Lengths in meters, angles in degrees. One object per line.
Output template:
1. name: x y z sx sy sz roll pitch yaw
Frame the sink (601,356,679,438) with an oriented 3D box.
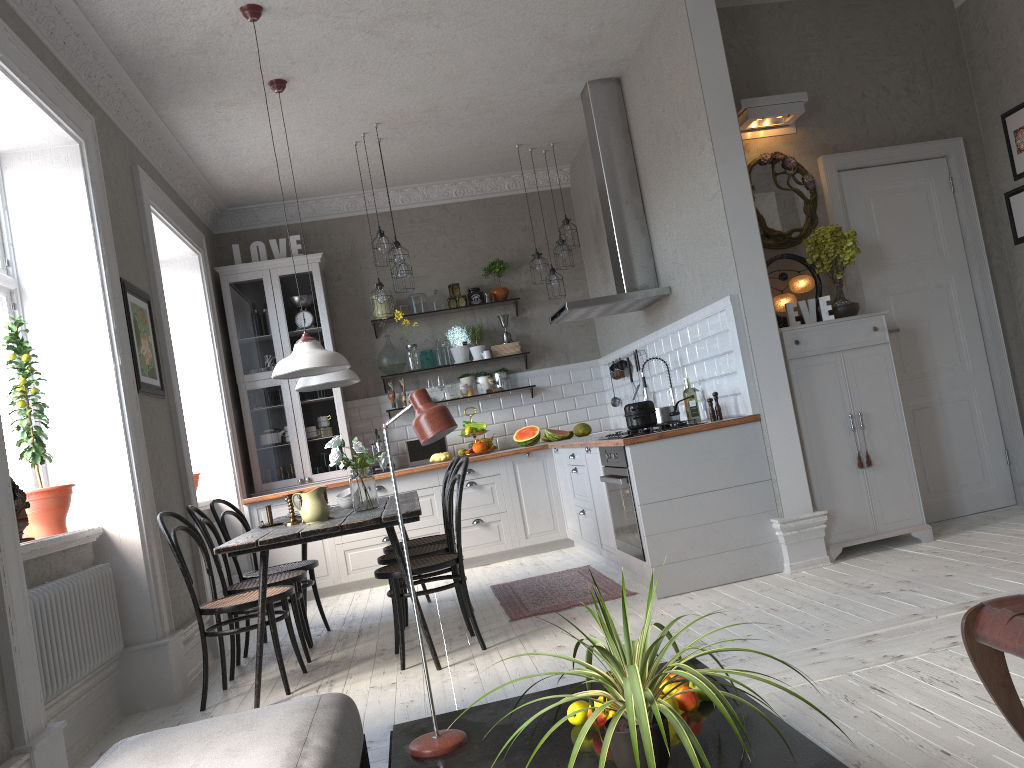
1. sink: 0.838 0.195 5.740 0.532 0.720 0.483 -10 -3 -9

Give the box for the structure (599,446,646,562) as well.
1. structure: 0.879 0.613 5.058 0.622 0.623 0.618 -10 -3 -9

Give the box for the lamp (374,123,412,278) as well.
1. lamp: -0.921 -1.607 6.229 0.144 1.734 0.150 -12 -3 38

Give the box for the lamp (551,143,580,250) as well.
1. lamp: 0.340 -1.977 7.369 0.150 1.734 0.144 -8 -3 -37

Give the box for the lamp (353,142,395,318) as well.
1. lamp: -1.080 -1.350 6.504 0.150 1.734 0.143 -8 -4 -42

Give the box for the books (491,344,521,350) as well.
1. books: -0.055 -0.326 7.911 0.260 0.016 0.158 -10 -3 3

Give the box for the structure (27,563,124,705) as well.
1. structure: -1.821 1.006 3.559 0.150 0.428 1.214 -10 -3 -9

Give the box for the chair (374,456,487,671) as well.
1. chair: -0.405 0.857 4.355 0.554 0.920 0.434 -10 -3 -11

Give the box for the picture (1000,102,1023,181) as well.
1. picture: 3.026 -1.442 5.238 0.012 0.416 0.280 -10 -3 -7

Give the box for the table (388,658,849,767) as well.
1. table: 0.196 0.921 1.741 0.855 0.302 1.302 -10 -3 -8

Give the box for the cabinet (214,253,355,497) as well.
1. cabinet: -1.864 -0.064 7.458 0.885 1.920 0.385 -10 -3 -9

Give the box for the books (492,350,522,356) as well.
1. books: -0.045 -0.273 7.909 0.260 0.016 0.158 -10 -3 3

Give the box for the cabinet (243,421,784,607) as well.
1. cabinet: 0.097 0.909 6.373 4.111 0.854 2.029 -13 -4 37

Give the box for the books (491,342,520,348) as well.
1. books: -0.056 -0.336 7.912 0.261 0.016 0.158 -10 -3 0

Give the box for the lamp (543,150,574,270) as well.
1. lamp: 0.302 -1.831 7.523 0.144 1.734 0.149 -12 -3 33

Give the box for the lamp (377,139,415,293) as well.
1. lamp: -0.936 -1.535 6.538 0.149 1.734 0.144 -9 -3 -22

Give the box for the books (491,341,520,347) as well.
1. books: -0.058 -0.347 7.912 0.262 0.011 0.157 -10 -3 -3

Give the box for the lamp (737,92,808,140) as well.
1. lamp: 1.522 -1.583 5.245 0.419 0.171 0.218 -10 -3 -9

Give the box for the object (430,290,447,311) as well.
1. object: -0.663 -0.734 7.916 0.137 0.220 0.143 -13 -4 41

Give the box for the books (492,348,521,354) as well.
1. books: -0.047 -0.283 7.909 0.261 0.016 0.158 -10 -3 0

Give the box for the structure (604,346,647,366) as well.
1. structure: 0.890 -0.206 7.051 0.095 0.053 1.079 -10 -3 -7

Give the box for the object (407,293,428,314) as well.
1. object: -0.824 -0.694 7.792 0.169 0.184 0.175 -12 -3 31

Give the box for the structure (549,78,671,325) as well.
1. structure: 0.528 -1.297 6.207 0.717 1.595 0.707 -10 -3 -9

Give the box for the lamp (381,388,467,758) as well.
1. lamp: -0.197 0.433 2.082 0.247 0.839 0.140 -11 -3 26

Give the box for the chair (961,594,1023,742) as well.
1. chair: 1.608 0.464 1.990 1.024 0.720 0.504 -10 -3 -9

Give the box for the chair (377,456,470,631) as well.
1. chair: -0.471 0.899 4.880 0.550 0.920 0.437 -10 -3 -1

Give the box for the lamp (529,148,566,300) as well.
1. lamp: 0.225 -1.569 7.383 0.150 1.734 0.144 -8 -3 -37

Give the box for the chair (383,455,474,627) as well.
1. chair: -0.509 0.932 5.360 0.554 0.920 0.434 -10 -3 -11

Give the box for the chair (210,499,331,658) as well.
1. chair: -1.425 1.091 5.242 0.548 0.920 0.439 -10 -3 4

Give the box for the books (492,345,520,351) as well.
1. books: -0.053 -0.315 7.911 0.262 0.011 0.157 -10 -3 -3

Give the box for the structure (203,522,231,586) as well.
1. structure: -2.114 1.199 6.054 0.150 0.428 1.214 -10 -3 -9

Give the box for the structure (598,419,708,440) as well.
1. structure: 0.789 0.260 5.076 0.499 0.031 0.602 -10 -3 -8

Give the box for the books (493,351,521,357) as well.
1. books: -0.043 -0.262 7.908 0.262 0.011 0.157 -10 -3 -3

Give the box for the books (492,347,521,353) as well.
1. books: -0.049 -0.294 7.910 0.262 0.011 0.157 -10 -3 -3

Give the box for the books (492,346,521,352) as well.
1. books: -0.051 -0.305 7.910 0.262 0.011 0.157 -10 -3 -6

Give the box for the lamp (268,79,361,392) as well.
1. lamp: -1.245 -0.897 5.264 0.380 1.858 0.379 -10 -3 -1

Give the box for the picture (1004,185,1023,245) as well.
1. picture: 3.098 -1.034 5.221 0.014 0.331 0.486 -10 -3 -7

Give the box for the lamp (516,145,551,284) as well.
1. lamp: 0.093 -1.678 7.236 0.144 1.734 0.149 -11 -3 23

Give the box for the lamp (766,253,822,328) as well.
1. lamp: 1.613 -0.478 5.127 0.450 0.558 0.171 -10 -3 -2

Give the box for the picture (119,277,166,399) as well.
1. picture: -2.031 -0.236 4.890 0.020 0.619 0.518 -10 -3 -7

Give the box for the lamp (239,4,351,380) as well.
1. lamp: -1.142 -0.964 4.384 0.373 1.858 0.386 -12 -3 29

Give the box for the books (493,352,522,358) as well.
1. books: -0.041 -0.251 7.908 0.262 0.011 0.157 -10 -3 -6

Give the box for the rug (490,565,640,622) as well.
1. rug: 0.268 1.253 5.407 0.741 0.014 1.281 -10 -3 -8

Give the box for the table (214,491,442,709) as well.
1. table: -0.894 1.066 4.816 0.911 0.734 1.908 -10 -3 -8

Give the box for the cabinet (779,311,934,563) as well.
1. cabinet: 1.860 0.295 5.009 0.671 1.297 0.381 -10 -3 -9

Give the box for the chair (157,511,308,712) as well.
1. chair: -1.319 1.014 4.214 0.550 0.920 0.437 -10 -3 -1

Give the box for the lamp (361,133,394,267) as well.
1. lamp: -1.056 -1.707 6.376 0.149 1.734 0.144 -9 -3 -22

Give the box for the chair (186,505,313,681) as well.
1. chair: -1.386 1.056 4.760 0.554 0.920 0.434 -10 -3 -11

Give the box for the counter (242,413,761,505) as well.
1. counter: -0.400 0.569 6.171 3.183 0.039 3.369 -10 -3 -8

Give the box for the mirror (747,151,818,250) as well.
1. mirror: 1.593 -1.105 5.302 0.536 0.593 0.070 -10 -3 -10
